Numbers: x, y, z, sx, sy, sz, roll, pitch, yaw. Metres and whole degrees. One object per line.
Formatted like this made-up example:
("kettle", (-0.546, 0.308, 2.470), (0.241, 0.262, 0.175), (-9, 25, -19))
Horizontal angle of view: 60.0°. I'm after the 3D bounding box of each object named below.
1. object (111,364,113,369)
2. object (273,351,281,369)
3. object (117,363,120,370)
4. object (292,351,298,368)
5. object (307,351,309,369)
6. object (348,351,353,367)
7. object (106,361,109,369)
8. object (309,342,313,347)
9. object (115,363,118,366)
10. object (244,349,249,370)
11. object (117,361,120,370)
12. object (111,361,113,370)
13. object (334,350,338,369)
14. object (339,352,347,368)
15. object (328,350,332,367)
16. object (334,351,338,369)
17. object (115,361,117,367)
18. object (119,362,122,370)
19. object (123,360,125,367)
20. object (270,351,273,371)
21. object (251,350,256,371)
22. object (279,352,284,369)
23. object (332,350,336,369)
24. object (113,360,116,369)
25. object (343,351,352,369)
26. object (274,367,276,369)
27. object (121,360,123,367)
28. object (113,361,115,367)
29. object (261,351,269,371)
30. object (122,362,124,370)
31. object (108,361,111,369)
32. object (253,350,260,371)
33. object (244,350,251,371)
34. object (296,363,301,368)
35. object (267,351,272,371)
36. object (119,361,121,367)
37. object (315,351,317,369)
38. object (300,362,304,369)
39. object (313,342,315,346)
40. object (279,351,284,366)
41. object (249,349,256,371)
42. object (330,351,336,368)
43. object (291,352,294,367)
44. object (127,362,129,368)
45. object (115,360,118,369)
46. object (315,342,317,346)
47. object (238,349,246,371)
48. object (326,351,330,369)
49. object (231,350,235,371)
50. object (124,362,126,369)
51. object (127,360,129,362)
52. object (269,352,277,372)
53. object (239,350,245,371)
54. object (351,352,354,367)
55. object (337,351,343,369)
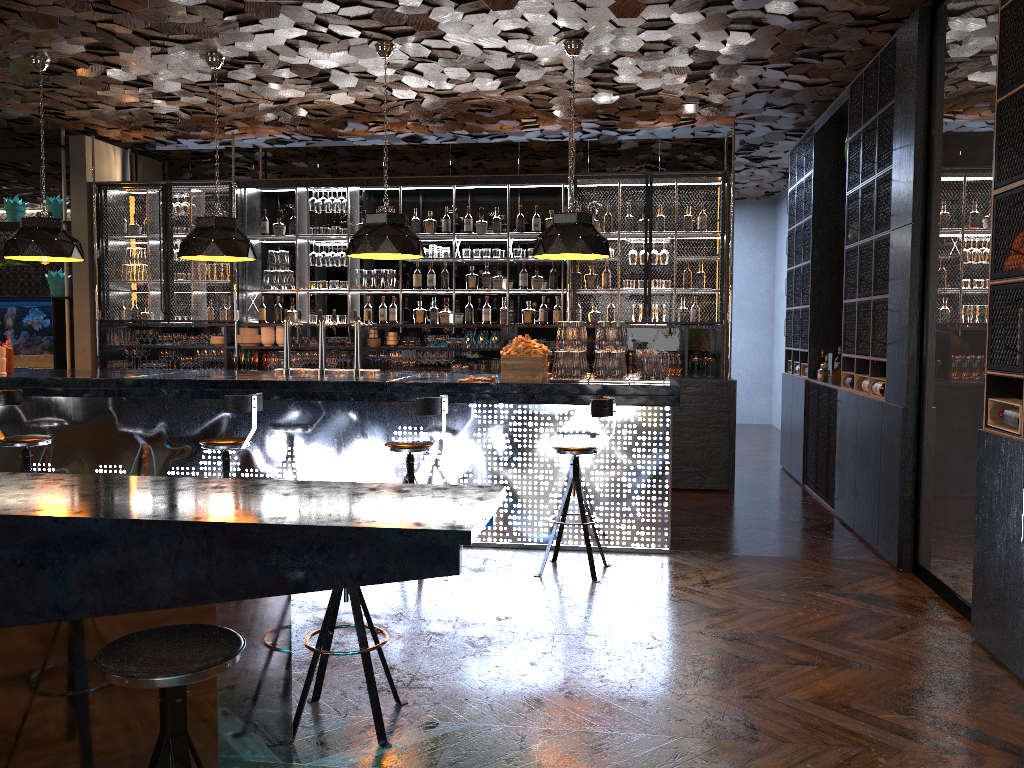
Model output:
("object", (-4.409, -0.208, 9.758), (0.028, 0.097, 0.028), (3, 4, 32))
("object", (-2.525, -0.243, 9.517), (0.082, 0.213, 0.082), (-1, 4, -16))
("object", (-4.293, -0.193, 9.669), (0.034, 0.080, 0.034), (-2, 4, -28))
("object", (-2.329, -0.241, 9.493), (0.082, 0.213, 0.082), (0, 4, -11))
("object", (-2.217, -0.252, 9.656), (0.084, 0.216, 0.084), (-3, 5, -44))
("object", (-1.763, -0.247, 9.591), (0.092, 0.218, 0.092), (-2, 4, -32))
("object", (-4.419, -0.204, 9.692), (0.028, 0.097, 0.028), (0, 4, -3))
("object", (-2.127, -0.421, 9.390), (0.044, 0.048, 0.049), (-3, 5, -40))
("object", (-4.297, -0.190, 9.626), (0.034, 0.080, 0.034), (2, 4, 21))
("object", (-2.924, -0.268, 9.746), (0.073, 0.229, 0.073), (0, 4, -4))
("object", (-4.328, -0.207, 9.749), (0.031, 0.098, 0.031), (-2, 4, -31))
("object", (-4.375, -0.205, 9.703), (0.033, 0.101, 0.033), (0, 4, -12))
("object", (-1.925, -0.255, 9.635), (0.071, 0.226, 0.071), (-1, 4, -21))
("object", (-1.782, -0.232, 9.350), (0.092, 0.218, 0.092), (-2, 4, -32))
("object", (-1.942, -0.244, 9.464), (0.071, 0.226, 0.071), (-1, 4, -21))
("object", (-1.873, -0.240, 9.412), (0.071, 0.226, 0.071), (-1, 4, -21))
("object", (-4.337, -0.205, 9.709), (0.031, 0.098, 0.031), (-1, 4, -19))
("object", (-4.287, -0.196, 9.718), (0.034, 0.080, 0.034), (-1, 4, -26))
("object", (-4.313, -0.214, 9.858), (0.031, 0.098, 0.031), (3, 5, 39))
("object", (-2.602, -0.250, 9.618), (0.082, 0.213, 0.082), (-2, 4, -33))
("object", (-2.772, -0.255, 9.559), (0.073, 0.229, 0.073), (0, 4, -4))
("object", (-2.438, -0.237, 9.418), (0.082, 0.213, 0.082), (3, 5, 41))
("object", (-1.926, -0.250, 9.556), (0.071, 0.226, 0.071), (-1, 4, -21))
("object", (-4.402, -0.212, 9.828), (0.028, 0.097, 0.028), (2, 4, 32))
("object", (-1.752, -0.238, 9.455), (0.092, 0.218, 0.092), (-2, 4, -32))
("object", (-2.594, -0.255, 9.707), (0.082, 0.213, 0.082), (-1, 4, -16))
("object", (-4.319, -0.212, 9.823), (0.031, 0.098, 0.031), (2, 4, 29))
("object", (-4.340, -0.202, 9.672), (0.031, 0.098, 0.031), (-3, 5, -44))
("object", (-2.630, -0.239, 9.444), (0.082, 0.213, 0.082), (3, 4, 37))
("object", (-4.283, -0.198, 9.758), (0.034, 0.080, 0.034), (1, 4, 16))
("object", (-4.383, -0.202, 9.659), (0.033, 0.101, 0.033), (2, 4, 32))
("object", (-2.730, -0.250, 9.480), (0.073, 0.229, 0.073), (0, 4, -4))
("object", (-2.827, -0.252, 9.497), (0.073, 0.229, 0.073), (0, 4, -4))
("object", (-2.316, -0.246, 9.581), (0.082, 0.213, 0.082), (0, 4, -5))
("object", (-2.616, -0.245, 9.532), (0.082, 0.213, 0.082), (0, 4, 0))
("object", (-4.325, -0.209, 9.783), (0.031, 0.098, 0.031), (-2, 5, -37))
("object", (-2.127, -0.251, 9.638), (0.084, 0.216, 0.084), (1, 4, 6))
("object", (-2.302, -0.252, 9.669), (0.082, 0.213, 0.082), (0, 4, -2))
("object", (-2.122, -0.424, 9.446), (0.044, 0.048, 0.049), (3, 5, 39))
("object", (-2.506, -0.249, 9.607), (0.082, 0.213, 0.082), (2, 4, 28))
("object", (-2.818, -0.260, 9.631), (0.073, 0.229, 0.073), (0, 4, -4))
("object", (-1.884, -0.235, 9.332), (0.071, 0.226, 0.071), (-1, 4, -21))
("object", (-2.347, -0.235, 9.404), (0.082, 0.213, 0.082), (3, 4, 37))
("object", (-4.269, -0.204, 9.846), (0.034, 0.080, 0.034), (1, 4, 6))
("object", (-4.365, -0.210, 9.784), (0.033, 0.101, 0.033), (0, 4, -11))
("object", (-2.107, -0.427, 9.495), (0.049, 0.048, 0.044), (0, 4, -5))
("object", (-2.934, -0.261, 9.638), (0.073, 0.229, 0.073), (0, 4, -4))
("object", (-1.951, -0.239, 9.380), (0.071, 0.226, 0.071), (-1, 4, -21))
("object", (-2.974, -0.252, 9.496), (0.073, 0.229, 0.073), (0, 4, -4))
("object", (-4.273, -0.201, 9.805), (0.034, 0.080, 0.034), (0, 4, -10))
("object", (-4.308, -0.218, 9.931), (0.031, 0.098, 0.031), (1, 4, 12))
("object", (-2.542, -0.238, 9.432), (0.082, 0.213, 0.082), (3, 4, 37))
("object", (-2.905, -0.256, 9.558), (0.073, 0.229, 0.073), (0, 4, -4))
("object", (-1.671, -0.234, 9.391), (0.071, 0.217, 0.071), (1, 4, 16))
("object", (-1.846, -0.241, 9.493), (0.092, 0.218, 0.092), (-2, 4, -32))
